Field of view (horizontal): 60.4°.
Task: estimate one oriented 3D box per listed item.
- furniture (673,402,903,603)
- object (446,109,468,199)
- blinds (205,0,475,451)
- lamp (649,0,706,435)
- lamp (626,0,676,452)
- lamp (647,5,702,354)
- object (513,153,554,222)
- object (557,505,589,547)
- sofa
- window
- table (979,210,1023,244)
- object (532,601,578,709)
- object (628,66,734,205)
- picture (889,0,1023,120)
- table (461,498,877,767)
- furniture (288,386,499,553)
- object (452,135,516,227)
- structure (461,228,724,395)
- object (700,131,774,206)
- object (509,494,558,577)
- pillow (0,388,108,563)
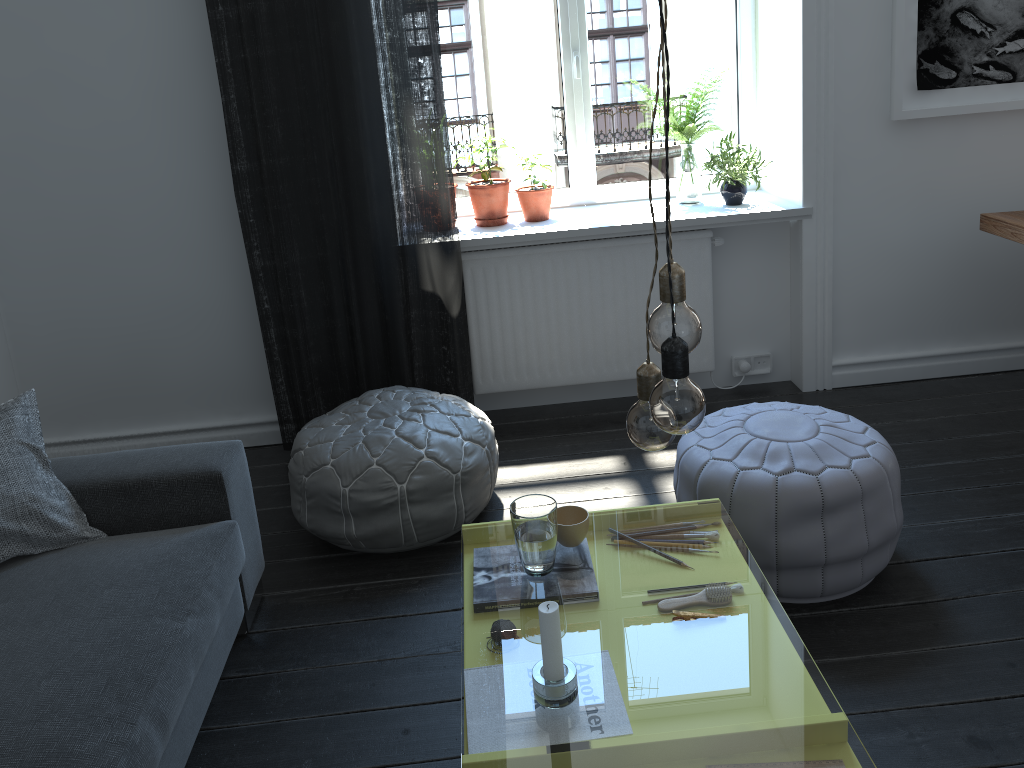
[{"bbox_3d":[0.770,0.306,2.487,0.616,0.407,0.629,-7,19,-7],"label":"furniture"},{"bbox_3d":[-0.317,-0.885,3.603,0.302,0.484,0.342,-10,17,-18],"label":"object"},{"bbox_3d":[-0.645,-1.161,3.075,0.805,2.887,0.115,-6,15,-3],"label":"blinds"},{"bbox_3d":[0.164,-0.638,0.996,0.088,1.454,0.075,-17,19,-39],"label":"lamp"},{"bbox_3d":[0.151,-0.605,1.111,0.089,1.454,0.076,1,16,22],"label":"lamp"},{"bbox_3d":[0.165,-0.739,1.039,0.075,1.454,0.076,9,20,43],"label":"lamp"},{"bbox_3d":[0.102,-0.812,3.620,0.197,0.269,0.179,-16,20,-33],"label":"object"},{"bbox_3d":[0.126,0.315,1.909,0.087,0.065,0.089,4,20,25],"label":"object"},{"bbox_3d":[-1.161,0.727,1.296,1.084,0.701,2.452,-5,20,-1],"label":"sofa"},{"bbox_3d":[0.239,-1.715,3.636,1.569,1.929,0.110,-6,15,-2],"label":"window"},{"bbox_3d":[2.346,0.044,2.322,1.018,0.694,2.301,-5,20,-1],"label":"table"},{"bbox_3d":[0.066,0.437,1.446,0.075,0.168,0.076,5,18,32],"label":"object"},{"bbox_3d":[0.737,-1.026,3.645,0.333,0.549,0.398,-17,21,-36],"label":"object"},{"bbox_3d":[1.756,-1.467,3.295,0.688,0.862,0.085,-6,15,-2],"label":"picture"},{"bbox_3d":[0.238,0.731,1.410,0.600,0.387,1.447,-5,20,-1],"label":"table"},{"bbox_3d":[-0.382,0.248,2.888,0.679,0.371,0.702,-6,19,-1],"label":"furniture"},{"bbox_3d":[-0.104,-0.843,3.620,0.258,0.359,0.242,-2,17,10],"label":"object"},{"bbox_3d":[0.339,-0.280,3.565,1.064,0.610,0.075,-6,15,-2],"label":"structure"},{"bbox_3d":[0.907,-0.874,3.573,0.284,0.286,0.295,-4,18,3],"label":"object"},{"bbox_3d":[0.050,0.316,1.811,0.099,0.142,0.099,-19,21,-39],"label":"object"},{"bbox_3d":[-1.290,0.493,1.299,0.478,0.477,2.125,-4,20,3],"label":"pillow"}]
